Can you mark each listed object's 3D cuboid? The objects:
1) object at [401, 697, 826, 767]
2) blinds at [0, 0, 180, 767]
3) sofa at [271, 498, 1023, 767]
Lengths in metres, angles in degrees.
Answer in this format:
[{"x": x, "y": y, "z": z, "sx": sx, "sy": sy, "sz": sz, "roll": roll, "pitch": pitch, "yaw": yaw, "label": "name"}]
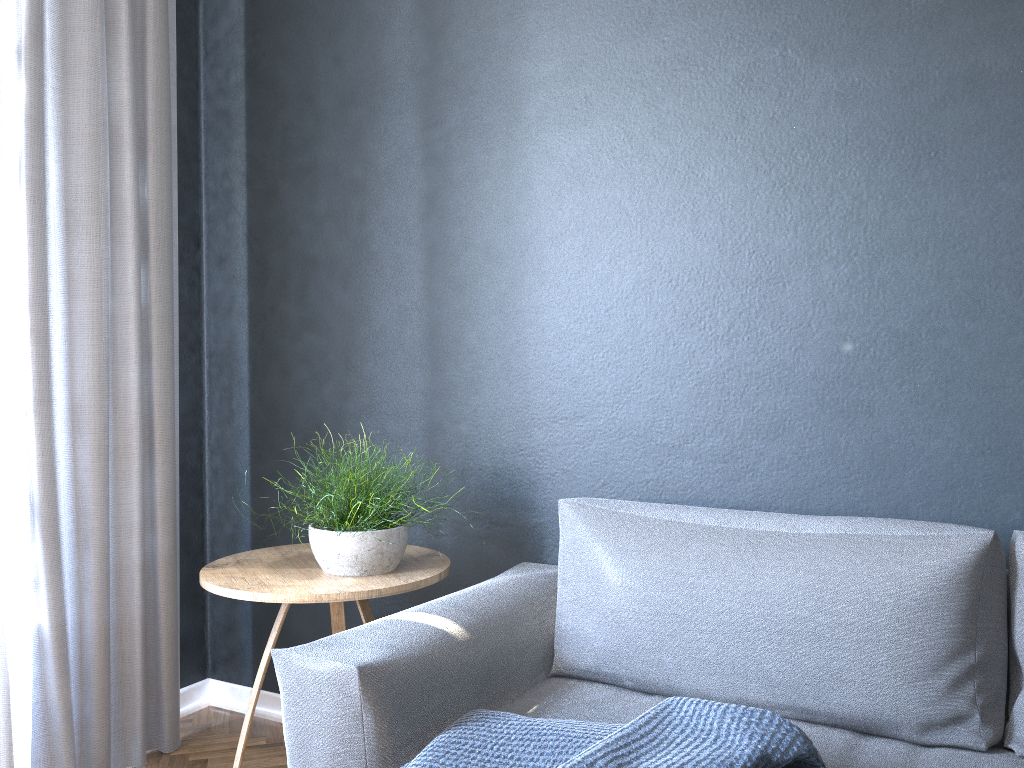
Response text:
[{"x": 0.122, "y": 0.680, "z": 1.384, "sx": 0.666, "sy": 0.329, "sz": 0.490, "roll": 0, "pitch": 1, "yaw": 33, "label": "object"}, {"x": -1.923, "y": -0.333, "z": 0.932, "sx": 0.312, "sy": 2.790, "sz": 3.991, "roll": 1, "pitch": 1, "yaw": 29, "label": "blinds"}, {"x": 0.775, "y": 0.654, "z": 1.378, "sx": 2.340, "sy": 0.798, "sz": 0.970, "roll": 0, "pitch": 1, "yaw": 28, "label": "sofa"}]
